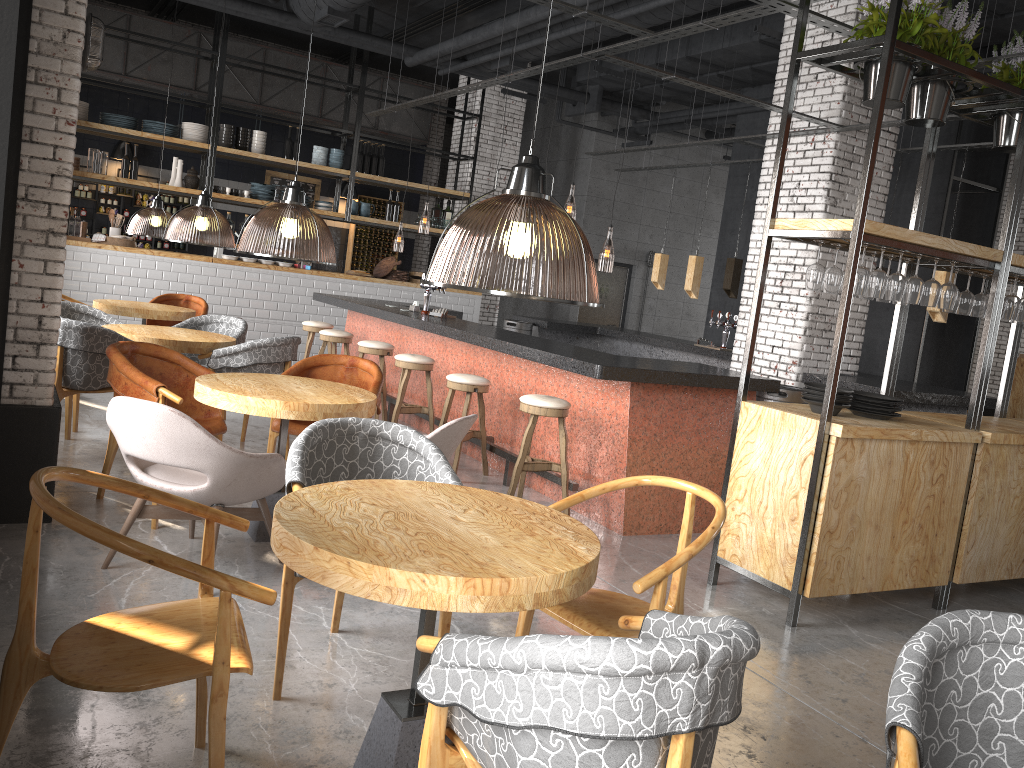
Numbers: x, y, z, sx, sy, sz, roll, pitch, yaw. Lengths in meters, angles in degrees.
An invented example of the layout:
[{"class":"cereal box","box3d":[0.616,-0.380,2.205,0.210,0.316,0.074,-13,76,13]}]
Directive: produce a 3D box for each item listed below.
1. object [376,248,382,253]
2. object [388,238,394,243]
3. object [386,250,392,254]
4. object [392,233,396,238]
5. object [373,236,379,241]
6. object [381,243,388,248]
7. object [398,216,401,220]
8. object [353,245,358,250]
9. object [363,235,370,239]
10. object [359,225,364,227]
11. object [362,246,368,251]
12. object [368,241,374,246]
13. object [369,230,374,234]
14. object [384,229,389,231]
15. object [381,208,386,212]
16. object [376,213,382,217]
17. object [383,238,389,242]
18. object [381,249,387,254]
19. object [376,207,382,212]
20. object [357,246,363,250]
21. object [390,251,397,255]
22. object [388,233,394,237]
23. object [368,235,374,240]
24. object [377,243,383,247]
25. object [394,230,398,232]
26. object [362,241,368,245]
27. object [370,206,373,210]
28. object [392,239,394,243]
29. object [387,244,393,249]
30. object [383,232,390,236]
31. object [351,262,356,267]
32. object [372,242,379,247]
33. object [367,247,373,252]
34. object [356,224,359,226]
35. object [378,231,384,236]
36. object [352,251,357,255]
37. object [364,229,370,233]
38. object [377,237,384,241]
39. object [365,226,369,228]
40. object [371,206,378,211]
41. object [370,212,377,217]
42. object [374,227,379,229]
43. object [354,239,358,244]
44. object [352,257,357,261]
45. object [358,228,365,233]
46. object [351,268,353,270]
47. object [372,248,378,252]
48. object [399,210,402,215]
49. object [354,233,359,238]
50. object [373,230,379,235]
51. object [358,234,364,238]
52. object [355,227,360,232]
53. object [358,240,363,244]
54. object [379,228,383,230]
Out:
[{"class":"object","box3d":[-2.424,-2.425,16.138,0.079,0.079,0.284,4,7,-30]},{"class":"object","box3d":[-2.224,-2.618,16.197,0.079,0.079,0.284,4,7,-30]},{"class":"object","box3d":[-2.259,-2.414,16.229,0.079,0.079,0.284,4,7,-30]},{"class":"object","box3d":[-2.129,-2.716,16.235,0.079,0.079,0.284,4,7,-30]},{"class":"object","box3d":[-2.456,-2.631,16.034,0.079,0.079,0.284,4,7,-30]},{"class":"object","box3d":[-2.307,-2.516,16.139,0.079,0.079,0.284,4,7,-30]},{"class":"object","box3d":[-2.094,-3.030,16.218,0.079,0.079,0.284,4,7,-30]},{"class":"object","box3d":[-2.809,-2.445,15.862,0.079,0.079,0.284,4,7,-30]},{"class":"object","box3d":[-2.620,-2.642,15.942,0.079,0.079,0.284,4,7,-30]},{"class":"object","box3d":[-2.674,-2.855,15.874,0.079,0.079,0.284,4,7,-30]},{"class":"object","box3d":[-2.653,-2.437,15.970,0.079,0.079,0.284,4,7,-30]},{"class":"object","box3d":[-2.551,-2.533,15.996,0.079,0.079,0.284,4,7,-30]},{"class":"object","box3d":[-2.544,-2.747,16.013,0.079,0.079,0.284,4,7,-30]},{"class":"object","box3d":[-2.287,-2.834,16.146,0.079,0.079,0.284,4,7,-30]},{"class":"object","box3d":[-2.324,-3.149,16.066,0.079,0.079,0.284,4,7,-30]},{"class":"object","box3d":[-2.402,-3.046,15.998,0.079,0.079,0.284,4,7,-30]},{"class":"object","box3d":[-2.295,-2.621,16.132,0.079,0.079,0.284,4,7,-30]},{"class":"object","box3d":[-2.333,-2.417,16.169,0.079,0.079,0.284,4,7,-30]},{"class":"object","box3d":[-2.405,-3.155,16.017,0.079,0.079,0.284,4,7,-30]},{"class":"object","box3d":[-2.739,-2.444,15.930,0.079,0.079,0.284,4,7,-30]},{"class":"object","box3d":[-2.161,-2.403,16.248,0.079,0.079,0.284,4,7,-30]},{"class":"object","box3d":[-2.218,-2.725,16.200,0.079,0.079,0.284,4,7,-30]},{"class":"object","box3d":[-2.549,-2.640,16.006,0.079,0.079,0.284,4,7,-30]},{"class":"object","box3d":[-2.408,-2.528,16.124,0.079,0.079,0.284,4,7,-30]},{"class":"object","box3d":[-2.110,-2.818,16.217,0.079,0.079,0.284,4,7,-30]},{"class":"object","box3d":[-2.651,-2.544,15.981,0.079,0.079,0.284,4,7,-30]},{"class":"object","box3d":[-2.551,-3.160,15.892,0.079,0.079,0.284,4,7,-30]},{"class":"object","box3d":[-2.152,-2.616,16.261,0.079,0.079,0.284,4,7,-30]},{"class":"object","box3d":[-2.246,-2.517,16.220,0.079,0.079,0.284,4,7,-30]},{"class":"object","box3d":[-2.291,-2.727,16.139,0.079,0.079,0.284,4,7,-30]},{"class":"object","box3d":[-2.862,-2.139,15.911,0.079,0.079,0.281,4,7,-30]},{"class":"object","box3d":[-2.472,-2.528,16.047,0.079,0.079,0.284,4,7,-30]},{"class":"object","box3d":[-2.577,-2.433,16.025,0.079,0.079,0.284,4,7,-30]},{"class":"object","box3d":[-2.764,-2.863,15.843,0.079,0.079,0.284,4,7,-30]},{"class":"object","box3d":[-2.380,-2.735,16.105,0.079,0.079,0.284,4,7,-30]},{"class":"object","box3d":[-2.841,-2.348,15.904,0.079,0.079,0.281,4,7,-30]},{"class":"object","box3d":[-2.616,-2.749,15.948,0.079,0.079,0.284,4,7,-30]},{"class":"object","box3d":[-2.386,-2.629,16.101,0.079,0.079,0.284,4,7,-30]},{"class":"object","box3d":[-2.609,-2.855,15.951,0.079,0.079,0.284,4,7,-30]},{"class":"object","box3d":[-2.479,-3.158,15.956,0.079,0.079,0.284,4,7,-30]},{"class":"object","box3d":[-2.493,-3.054,15.966,0.079,0.079,0.284,4,7,-30]},{"class":"object","box3d":[-2.430,-2.839,16.017,0.079,0.079,0.284,4,7,-30]},{"class":"object","box3d":[-2.806,-2.553,15.872,0.079,0.079,0.284,4,7,-30]},{"class":"object","box3d":[-2.843,-2.241,15.893,0.079,0.079,0.281,4,7,-30]},{"class":"object","box3d":[-2.686,-2.751,15.881,0.079,0.079,0.284,4,7,-30]},{"class":"object","box3d":[-2.883,-2.038,15.934,0.079,0.079,0.281,4,7,-30]},{"class":"object","box3d":[-2.495,-2.428,16.073,0.079,0.079,0.284,4,7,-30]},{"class":"object","box3d":[-2.061,-3.127,16.175,0.079,0.079,0.284,4,7,-30]},{"class":"object","box3d":[-2.800,-2.659,15.876,0.079,0.079,0.284,4,7,-30]},{"class":"object","box3d":[-2.461,-2.741,16.057,0.079,0.079,0.284,4,7,-30]},{"class":"object","box3d":[-2.711,-2.651,15.910,0.079,0.079,0.284,4,7,-30]},{"class":"object","box3d":[-2.774,-2.758,15.845,0.079,0.079,0.284,4,7,-30]},{"class":"object","box3d":[-2.735,-2.551,15.937,0.079,0.079,0.284,4,7,-30]},{"class":"object","box3d":[-2.358,-2.836,16.081,0.079,0.079,0.284,4,7,-30]}]
